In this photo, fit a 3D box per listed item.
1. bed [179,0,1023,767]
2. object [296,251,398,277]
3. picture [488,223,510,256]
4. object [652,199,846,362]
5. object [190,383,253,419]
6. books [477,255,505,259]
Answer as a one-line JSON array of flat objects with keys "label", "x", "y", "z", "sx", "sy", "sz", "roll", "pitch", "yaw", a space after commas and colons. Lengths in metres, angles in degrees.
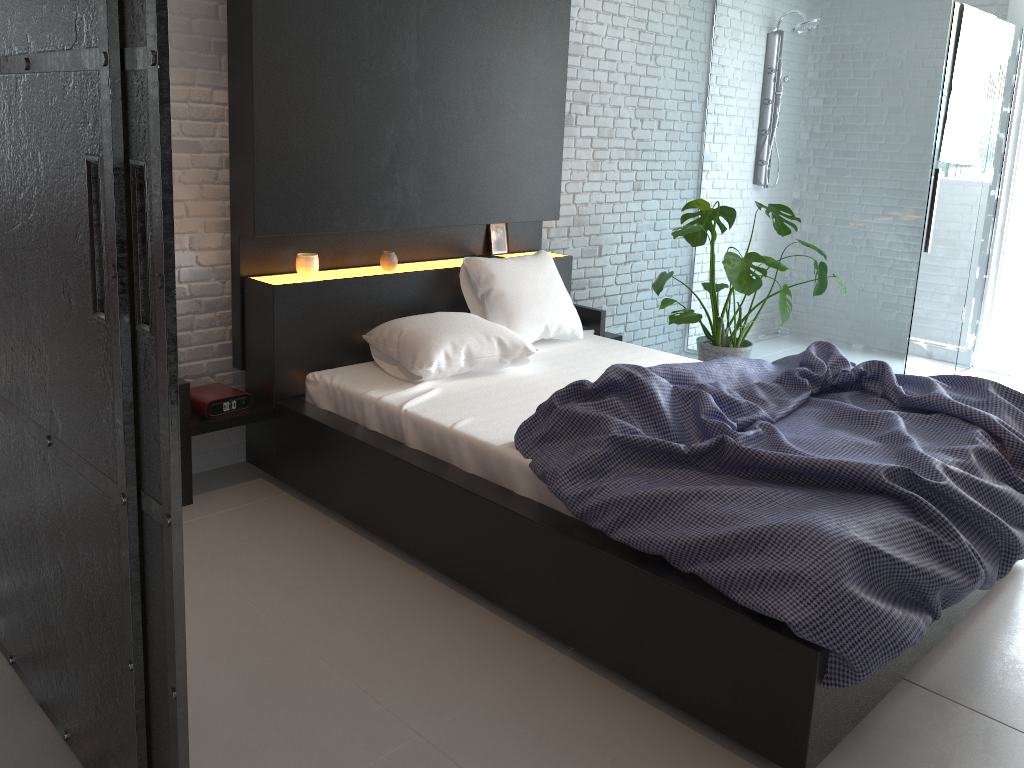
[{"label": "bed", "x": 0.449, "y": -0.508, "z": 3.040, "sx": 2.638, "sy": 2.009, "sz": 2.576, "roll": 16, "pitch": 19, "yaw": 43}, {"label": "object", "x": -0.658, "y": -0.489, "z": 3.548, "sx": 0.451, "sy": 0.084, "sz": 0.089, "roll": -11, "pitch": 19, "yaw": -40}, {"label": "picture", "x": -0.062, "y": -0.703, "z": 4.270, "sx": 0.036, "sy": 0.155, "sz": 0.125, "roll": 13, "pitch": 17, "yaw": 42}, {"label": "object", "x": 1.272, "y": -0.461, "z": 4.794, "sx": 0.991, "sy": 1.031, "sz": 0.865, "roll": -4, "pitch": 15, "yaw": -27}, {"label": "object", "x": -1.089, "y": 0.066, "z": 3.245, "sx": 0.186, "sy": 0.082, "sz": 0.198, "roll": 15, "pitch": 19, "yaw": 38}, {"label": "books", "x": -0.102, "y": -0.585, "z": 4.120, "sx": 0.125, "sy": 0.013, "sz": 0.162, "roll": 4, "pitch": 16, "yaw": 4}]
